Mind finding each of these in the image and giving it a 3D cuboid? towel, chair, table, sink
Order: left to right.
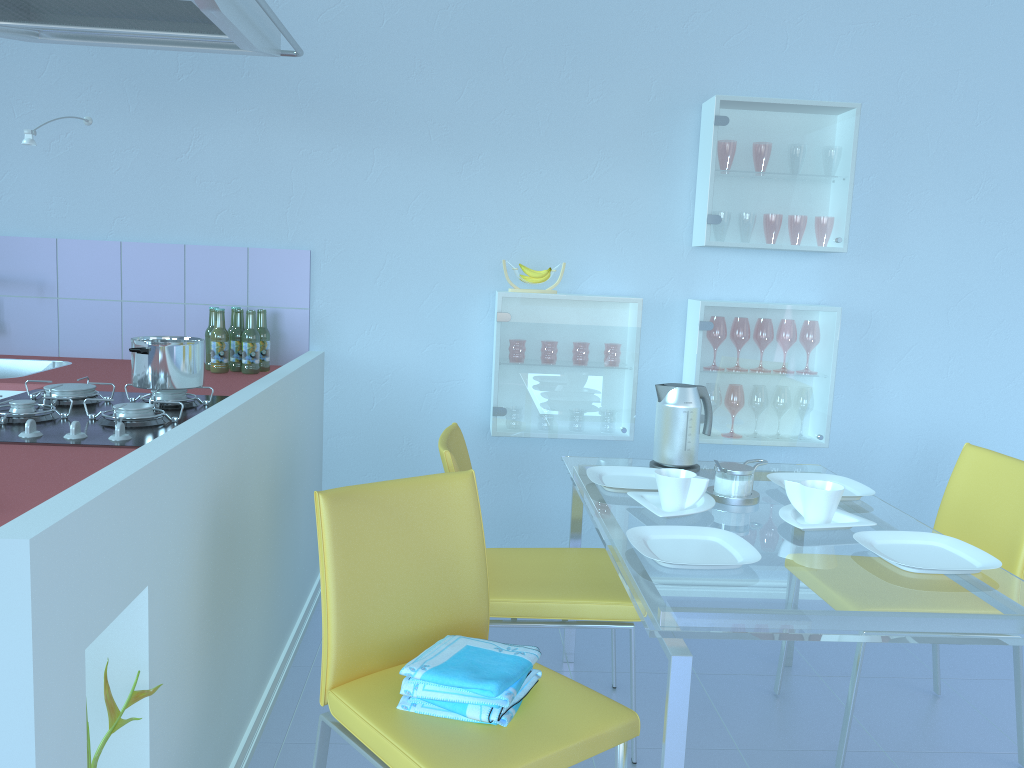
[{"bbox_3d":[-1.477,0.039,2.512,0.326,0.172,0.428,2,8,-3],"label":"sink"},{"bbox_3d":[-0.089,0.550,1.530,0.387,0.695,0.484,-4,10,-40],"label":"chair"},{"bbox_3d":[-0.073,0.522,1.517,0.195,0.024,0.201,5,8,16],"label":"towel"},{"bbox_3d":[-0.070,0.493,1.515,0.195,0.027,0.192,5,8,17],"label":"towel"},{"bbox_3d":[-0.070,0.477,1.516,0.195,0.033,0.190,6,8,23],"label":"towel"},{"bbox_3d":[-0.068,0.509,1.517,0.195,0.024,0.201,6,8,21],"label":"towel"},{"bbox_3d":[0.055,0.475,2.141,0.484,0.695,0.387,3,8,-1],"label":"chair"},{"bbox_3d":[0.519,0.584,1.923,0.730,0.590,1.173,2,8,-3],"label":"table"},{"bbox_3d":[0.976,0.513,2.171,0.484,0.695,0.387,2,8,-6],"label":"chair"}]

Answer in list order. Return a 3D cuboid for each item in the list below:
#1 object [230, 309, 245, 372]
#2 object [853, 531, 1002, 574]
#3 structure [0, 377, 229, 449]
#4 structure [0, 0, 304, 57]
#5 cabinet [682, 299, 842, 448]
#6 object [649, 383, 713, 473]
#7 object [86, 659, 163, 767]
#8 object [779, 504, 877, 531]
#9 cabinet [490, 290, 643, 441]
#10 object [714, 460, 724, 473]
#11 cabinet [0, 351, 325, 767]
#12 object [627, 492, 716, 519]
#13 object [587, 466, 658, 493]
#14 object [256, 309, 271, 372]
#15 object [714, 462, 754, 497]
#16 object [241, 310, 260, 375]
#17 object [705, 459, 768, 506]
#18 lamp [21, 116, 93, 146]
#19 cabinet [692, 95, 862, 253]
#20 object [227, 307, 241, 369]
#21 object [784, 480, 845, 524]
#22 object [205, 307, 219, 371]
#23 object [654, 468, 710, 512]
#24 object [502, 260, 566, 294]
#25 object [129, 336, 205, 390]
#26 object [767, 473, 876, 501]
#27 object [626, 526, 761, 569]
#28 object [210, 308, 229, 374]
[{"bbox_3d":[-0.817,-0.130,2.653,0.052,0.187,0.052,5,8,15],"label":"object"},{"bbox_3d":[0.776,0.321,1.671,0.228,0.020,0.228,2,8,-7],"label":"object"},{"bbox_3d":[-0.884,0.044,1.860,0.500,0.047,0.600,2,8,-3],"label":"structure"},{"bbox_3d":[-0.818,-1.190,1.694,0.695,0.962,0.895,2,8,-3],"label":"structure"},{"bbox_3d":[0.796,-0.036,2.865,0.450,0.450,0.173,2,8,-3],"label":"cabinet"},{"bbox_3d":[0.441,0.112,2.347,0.132,0.222,0.146,9,10,39],"label":"object"},{"bbox_3d":[-0.581,0.582,1.210,0.067,0.423,0.229,7,9,27],"label":"object"},{"bbox_3d":[0.635,0.286,1.884,0.190,0.020,0.194,0,8,-22],"label":"object"},{"bbox_3d":[0.167,-0.060,2.828,0.450,0.450,0.173,2,8,-3],"label":"cabinet"},{"bbox_3d":[0.489,0.209,2.033,0.077,0.079,0.023,-3,10,-38],"label":"object"},{"bbox_3d":[-1.664,0.393,1.799,2.200,0.800,2.139,2,8,-3],"label":"cabinet"},{"bbox_3d":[0.368,0.268,1.927,0.190,0.020,0.194,1,8,-12],"label":"object"},{"bbox_3d":[0.295,0.235,2.143,0.228,0.020,0.228,2,8,-2],"label":"object"},{"bbox_3d":[-0.758,-0.132,2.684,0.052,0.187,0.052,5,8,15],"label":"object"},{"bbox_3d":[0.513,0.226,2.055,0.087,0.071,0.090,-3,10,-38],"label":"object"},{"bbox_3d":[-0.770,-0.123,2.616,0.052,0.187,0.052,5,8,15],"label":"object"},{"bbox_3d":[0.534,0.227,2.059,0.166,0.081,0.123,1,8,-12],"label":"object"},{"bbox_3d":[-1.299,-0.731,2.544,0.037,0.134,0.400,2,8,-3],"label":"lamp"},{"bbox_3d":[0.825,-0.650,2.783,0.450,0.450,0.173,2,8,-3],"label":"cabinet"},{"bbox_3d":[-0.843,-0.140,2.707,0.052,0.190,0.052,-3,10,-38],"label":"object"},{"bbox_3d":[0.648,0.253,1.887,0.091,0.083,0.111,-2,9,-31],"label":"object"},{"bbox_3d":[-0.892,-0.136,2.655,0.052,0.190,0.052,-3,10,-38],"label":"object"},{"bbox_3d":[0.356,0.235,1.918,0.091,0.083,0.111,0,8,-21],"label":"object"},{"bbox_3d":[0.068,-0.337,2.795,0.203,0.100,0.077,1,8,-11],"label":"object"},{"bbox_3d":[-0.780,-0.049,2.012,0.157,0.106,0.170,0,8,-20],"label":"object"},{"bbox_3d":[0.750,0.253,2.164,0.228,0.020,0.228,2,8,-7],"label":"object"},{"bbox_3d":[0.331,0.305,1.636,0.228,0.020,0.228,2,8,-7],"label":"object"},{"bbox_3d":[-0.857,-0.127,2.600,0.052,0.190,0.052,-3,10,-38],"label":"object"}]
